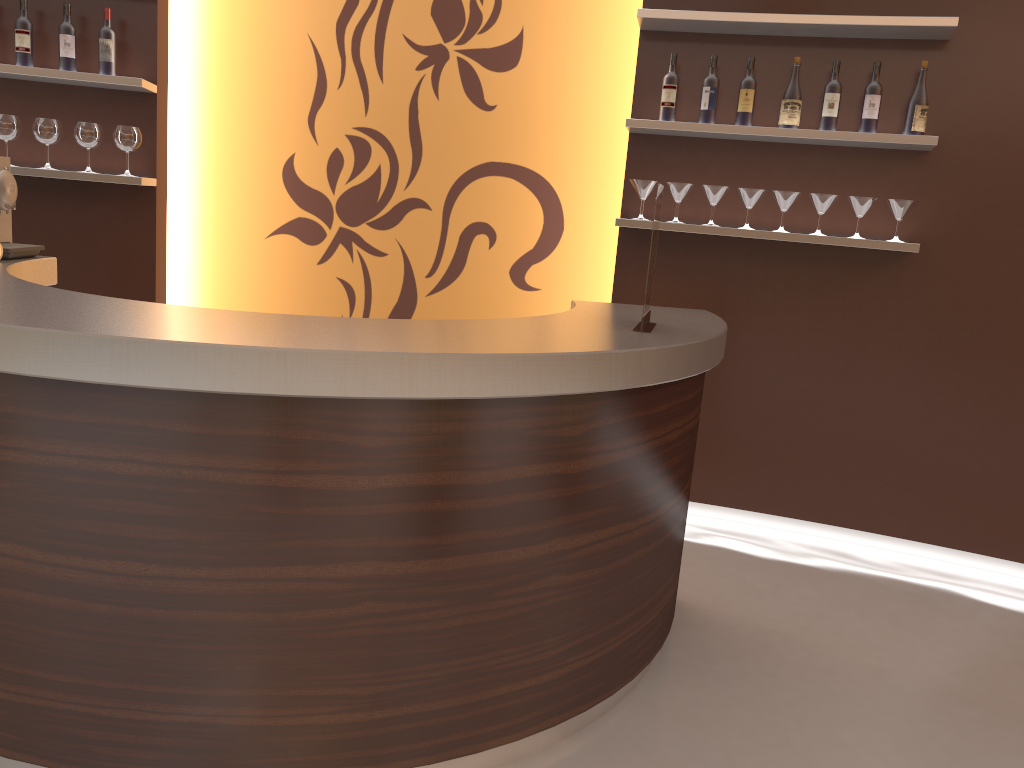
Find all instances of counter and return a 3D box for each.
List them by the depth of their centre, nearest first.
[{"bbox_3d":[-0.756,0.297,2.622,2.917,1.100,1.586,5,11,-2],"label":"counter"}]

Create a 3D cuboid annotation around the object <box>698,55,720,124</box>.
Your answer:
[{"bbox_3d":[0.856,-1.263,3.829,0.073,0.297,0.073,3,11,-9],"label":"object"}]

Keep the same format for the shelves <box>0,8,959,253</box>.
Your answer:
[{"bbox_3d":[-0.593,-1.227,3.808,4.744,0.902,0.586,5,11,1],"label":"shelves"}]

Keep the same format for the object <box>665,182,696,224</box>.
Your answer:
[{"bbox_3d":[0.737,-0.804,3.946,0.137,0.174,0.137,7,11,8],"label":"object"}]

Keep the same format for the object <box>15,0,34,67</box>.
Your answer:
[{"bbox_3d":[-2.128,-1.526,3.870,0.073,0.297,0.073,-3,14,-36],"label":"object"}]

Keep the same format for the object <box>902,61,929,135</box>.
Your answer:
[{"bbox_3d":[1.658,-1.158,3.617,0.086,0.303,0.086,-2,13,-32],"label":"object"}]

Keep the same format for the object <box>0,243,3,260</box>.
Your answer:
[{"bbox_3d":[-1.690,-0.434,2.870,0.075,0.077,0.075,7,11,12],"label":"object"}]

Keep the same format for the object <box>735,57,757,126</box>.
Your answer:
[{"bbox_3d":[1.008,-1.244,3.799,0.073,0.297,0.073,14,15,40],"label":"object"}]

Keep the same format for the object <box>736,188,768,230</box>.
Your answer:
[{"bbox_3d":[1.036,-0.764,3.880,0.137,0.174,0.137,9,12,18],"label":"object"}]

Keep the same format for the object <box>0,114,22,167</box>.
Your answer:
[{"bbox_3d":[-2.246,-1.080,3.938,0.125,0.221,0.125,0,12,-21],"label":"object"}]

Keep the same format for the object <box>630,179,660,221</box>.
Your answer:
[{"bbox_3d":[0.586,-0.823,3.976,0.137,0.174,0.137,7,11,8],"label":"object"}]

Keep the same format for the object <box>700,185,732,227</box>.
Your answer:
[{"bbox_3d":[0.889,-0.785,3.917,0.137,0.174,0.137,9,12,18],"label":"object"}]

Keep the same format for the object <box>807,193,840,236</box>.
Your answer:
[{"bbox_3d":[1.325,-0.725,3.807,0.137,0.174,0.137,9,12,18],"label":"object"}]

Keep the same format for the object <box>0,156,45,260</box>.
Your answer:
[{"bbox_3d":[-1.846,-0.614,3.032,0.373,0.340,0.270,5,11,-2],"label":"object"}]

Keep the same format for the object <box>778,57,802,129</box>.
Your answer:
[{"bbox_3d":[1.191,-1.226,3.761,0.086,0.303,0.086,11,12,27],"label":"object"}]

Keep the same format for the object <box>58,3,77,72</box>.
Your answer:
[{"bbox_3d":[-1.957,-1.519,3.905,0.073,0.297,0.073,14,14,40],"label":"object"}]

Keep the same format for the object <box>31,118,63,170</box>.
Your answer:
[{"bbox_3d":[-2.083,-1.073,3.975,0.125,0.221,0.125,0,12,-21],"label":"object"}]

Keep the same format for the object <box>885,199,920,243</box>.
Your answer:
[{"bbox_3d":[1.622,-0.682,3.719,0.137,0.174,0.137,9,12,18],"label":"object"}]

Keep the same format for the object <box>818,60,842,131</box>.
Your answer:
[{"bbox_3d":[1.340,-1.199,3.714,0.073,0.297,0.073,3,11,-9],"label":"object"}]

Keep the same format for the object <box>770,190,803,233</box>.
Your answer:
[{"bbox_3d":[1.179,-0.745,3.848,0.137,0.174,0.137,9,12,18],"label":"object"}]

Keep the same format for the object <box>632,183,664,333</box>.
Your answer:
[{"bbox_3d":[0.411,-0.370,2.584,0.052,0.414,0.258,7,11,12],"label":"object"}]

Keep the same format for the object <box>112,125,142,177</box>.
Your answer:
[{"bbox_3d":[-1.749,-1.056,4.033,0.125,0.221,0.125,0,12,-21],"label":"object"}]

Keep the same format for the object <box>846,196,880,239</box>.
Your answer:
[{"bbox_3d":[1.474,-0.703,3.762,0.137,0.174,0.137,1,12,-21],"label":"object"}]

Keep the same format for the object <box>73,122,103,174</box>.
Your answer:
[{"bbox_3d":[-1.916,-1.066,4.011,0.125,0.221,0.125,0,12,-21],"label":"object"}]

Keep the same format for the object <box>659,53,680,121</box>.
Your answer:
[{"bbox_3d":[0.689,-1.283,3.858,0.073,0.297,0.073,3,11,-9],"label":"object"}]

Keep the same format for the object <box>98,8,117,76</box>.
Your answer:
[{"bbox_3d":[-1.795,-1.511,3.935,0.073,0.297,0.073,-3,14,-36],"label":"object"}]

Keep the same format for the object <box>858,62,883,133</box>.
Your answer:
[{"bbox_3d":[1.491,-1.177,3.671,0.073,0.297,0.073,3,11,-9],"label":"object"}]
